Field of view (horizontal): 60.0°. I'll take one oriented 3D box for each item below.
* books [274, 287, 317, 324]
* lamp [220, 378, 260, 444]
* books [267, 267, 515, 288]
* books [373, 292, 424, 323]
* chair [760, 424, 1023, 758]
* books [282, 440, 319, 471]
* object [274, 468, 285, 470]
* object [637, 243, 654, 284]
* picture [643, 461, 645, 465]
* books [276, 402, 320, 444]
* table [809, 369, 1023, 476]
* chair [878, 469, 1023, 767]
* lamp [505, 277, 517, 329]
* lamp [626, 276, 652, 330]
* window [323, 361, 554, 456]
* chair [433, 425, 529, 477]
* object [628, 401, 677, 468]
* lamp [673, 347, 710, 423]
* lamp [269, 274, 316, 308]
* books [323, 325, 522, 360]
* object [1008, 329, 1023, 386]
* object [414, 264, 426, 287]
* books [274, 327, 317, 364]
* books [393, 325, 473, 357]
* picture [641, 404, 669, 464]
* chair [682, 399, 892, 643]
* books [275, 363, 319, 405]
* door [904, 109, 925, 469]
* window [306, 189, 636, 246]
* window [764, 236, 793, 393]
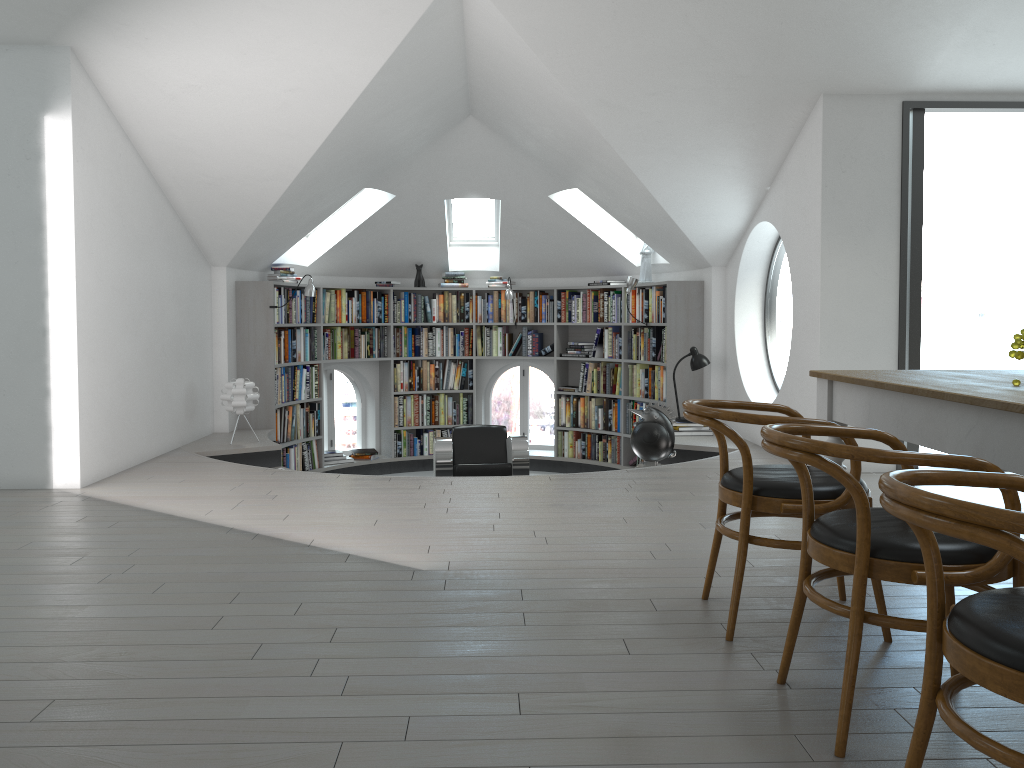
[{"bbox_3d":[-2.241,-0.766,8.652,0.300,0.361,1.034,1,4,14],"label":"books"},{"bbox_3d":[-2.229,0.218,7.277,0.305,0.524,0.306,-1,3,-13],"label":"lamp"},{"bbox_3d":[-1.296,-1.138,9.577,2.815,0.173,0.748,-3,5,-31],"label":"books"},{"bbox_3d":[-1.302,-0.850,9.878,0.682,0.345,0.265,-2,4,-25],"label":"books"},{"bbox_3d":[0.944,0.478,2.242,0.621,0.734,0.528,0,3,-2],"label":"chair"},{"bbox_3d":[-2.230,0.737,8.770,0.283,0.319,0.919,1,4,17],"label":"books"},{"bbox_3d":[-1.821,0.680,6.692,0.218,0.082,0.473,-3,5,-39],"label":"object"},{"bbox_3d":[1.356,-1.247,8.976,0.179,0.472,0.179,0,3,7],"label":"object"},{"bbox_3d":[1.322,0.817,8.346,0.107,0.554,0.490,-1,3,-11],"label":"picture"},{"bbox_3d":[-2.267,0.569,8.437,0.390,0.694,1.643,0,4,8],"label":"books"},{"bbox_3d":[1.762,0.463,1.948,1.018,0.798,3.354,0,4,-2],"label":"table"},{"bbox_3d":[0.950,0.532,1.515,0.621,0.734,0.528,0,3,-7],"label":"chair"},{"bbox_3d":[-0.014,-0.891,9.772,0.113,0.566,0.358,0,3,5],"label":"lamp"},{"bbox_3d":[1.254,-0.794,8.687,0.275,0.524,0.112,-1,3,-11],"label":"lamp"},{"bbox_3d":[-0.942,0.270,10.133,3.231,1.149,0.618,-1,3,-16],"label":"window"},{"bbox_3d":[-0.295,0.761,8.042,0.823,0.718,0.742,-1,3,-7],"label":"chair"},{"bbox_3d":[1.062,0.407,6.727,0.320,0.562,0.321,-2,3,-29],"label":"object"},{"bbox_3d":[1.578,0.001,7.787,0.322,0.659,0.234,1,3,14],"label":"lamp"},{"bbox_3d":[-2.026,-0.857,8.202,0.414,0.311,0.117,0,3,-5],"label":"lamp"},{"bbox_3d":[-1.057,-0.461,9.817,2.529,0.370,0.591,-2,4,-21],"label":"books"},{"bbox_3d":[1.770,-0.136,2.747,0.394,0.284,0.292,-3,4,-38],"label":"object"},{"bbox_3d":[-1.025,-1.209,9.939,0.147,0.264,0.202,0,3,-5],"label":"object"},{"bbox_3d":[-2.249,-0.380,8.689,0.303,0.347,1.090,1,4,14],"label":"books"},{"bbox_3d":[-0.917,-0.485,10.053,1.028,0.358,0.301,-1,3,-16],"label":"books"},{"bbox_3d":[1.361,0.644,8.519,0.090,0.862,0.579,-1,3,-12],"label":"picture"},{"bbox_3d":[0.882,0.425,2.967,0.621,0.734,0.528,0,3,2],"label":"chair"},{"bbox_3d":[-2.213,-0.002,8.670,0.260,0.358,1.021,1,4,15],"label":"books"},{"bbox_3d":[2.625,-0.648,6.322,0.080,2.344,1.053,0,3,-2],"label":"door"},{"bbox_3d":[-0.407,-1.859,9.203,4.055,0.712,1.935,0,4,-2],"label":"window"},{"bbox_3d":[2.272,-0.553,7.005,0.104,1.468,1.473,0,3,-2],"label":"window"}]
